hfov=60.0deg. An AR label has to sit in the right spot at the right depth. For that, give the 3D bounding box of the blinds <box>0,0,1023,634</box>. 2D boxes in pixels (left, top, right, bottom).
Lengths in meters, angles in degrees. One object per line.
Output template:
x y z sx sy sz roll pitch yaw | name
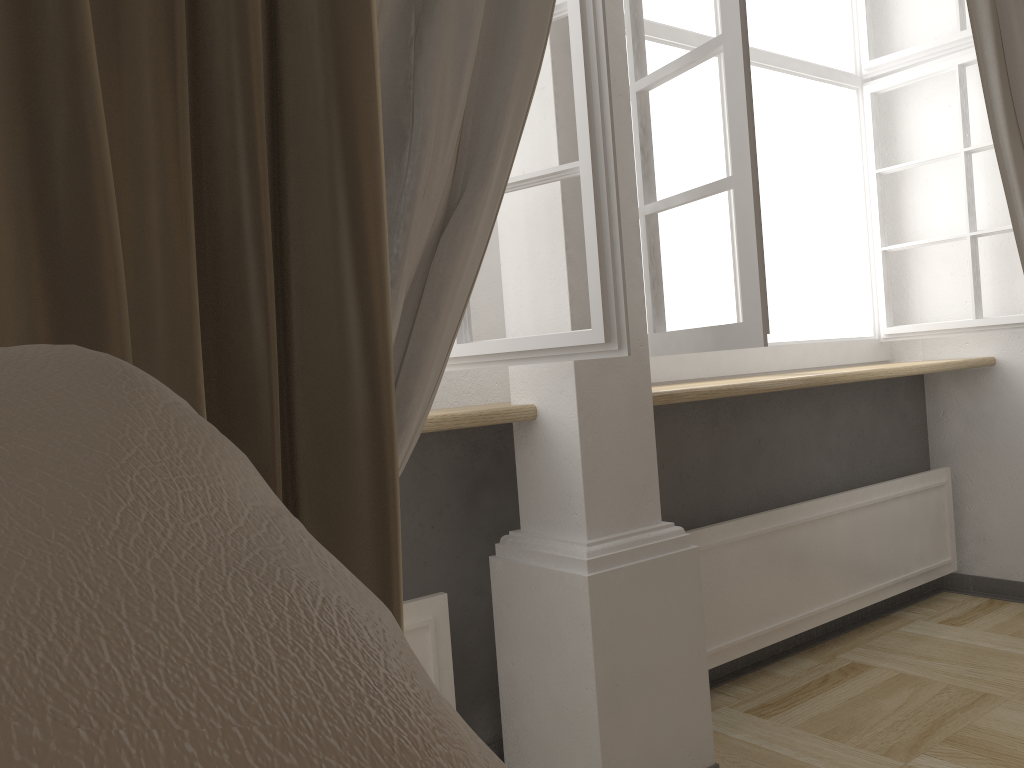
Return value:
-0.423 -0.267 0.738 5.765 2.294 0.285 -5 1 -37 | blinds

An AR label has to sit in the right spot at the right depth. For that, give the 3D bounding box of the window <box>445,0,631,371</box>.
-0.738 -0.647 1.253 1.759 1.500 0.784 -5 1 -38 | window

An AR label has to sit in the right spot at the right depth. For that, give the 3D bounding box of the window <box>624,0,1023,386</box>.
0.845 -0.781 2.449 1.653 1.500 0.782 -5 1 -37 | window
